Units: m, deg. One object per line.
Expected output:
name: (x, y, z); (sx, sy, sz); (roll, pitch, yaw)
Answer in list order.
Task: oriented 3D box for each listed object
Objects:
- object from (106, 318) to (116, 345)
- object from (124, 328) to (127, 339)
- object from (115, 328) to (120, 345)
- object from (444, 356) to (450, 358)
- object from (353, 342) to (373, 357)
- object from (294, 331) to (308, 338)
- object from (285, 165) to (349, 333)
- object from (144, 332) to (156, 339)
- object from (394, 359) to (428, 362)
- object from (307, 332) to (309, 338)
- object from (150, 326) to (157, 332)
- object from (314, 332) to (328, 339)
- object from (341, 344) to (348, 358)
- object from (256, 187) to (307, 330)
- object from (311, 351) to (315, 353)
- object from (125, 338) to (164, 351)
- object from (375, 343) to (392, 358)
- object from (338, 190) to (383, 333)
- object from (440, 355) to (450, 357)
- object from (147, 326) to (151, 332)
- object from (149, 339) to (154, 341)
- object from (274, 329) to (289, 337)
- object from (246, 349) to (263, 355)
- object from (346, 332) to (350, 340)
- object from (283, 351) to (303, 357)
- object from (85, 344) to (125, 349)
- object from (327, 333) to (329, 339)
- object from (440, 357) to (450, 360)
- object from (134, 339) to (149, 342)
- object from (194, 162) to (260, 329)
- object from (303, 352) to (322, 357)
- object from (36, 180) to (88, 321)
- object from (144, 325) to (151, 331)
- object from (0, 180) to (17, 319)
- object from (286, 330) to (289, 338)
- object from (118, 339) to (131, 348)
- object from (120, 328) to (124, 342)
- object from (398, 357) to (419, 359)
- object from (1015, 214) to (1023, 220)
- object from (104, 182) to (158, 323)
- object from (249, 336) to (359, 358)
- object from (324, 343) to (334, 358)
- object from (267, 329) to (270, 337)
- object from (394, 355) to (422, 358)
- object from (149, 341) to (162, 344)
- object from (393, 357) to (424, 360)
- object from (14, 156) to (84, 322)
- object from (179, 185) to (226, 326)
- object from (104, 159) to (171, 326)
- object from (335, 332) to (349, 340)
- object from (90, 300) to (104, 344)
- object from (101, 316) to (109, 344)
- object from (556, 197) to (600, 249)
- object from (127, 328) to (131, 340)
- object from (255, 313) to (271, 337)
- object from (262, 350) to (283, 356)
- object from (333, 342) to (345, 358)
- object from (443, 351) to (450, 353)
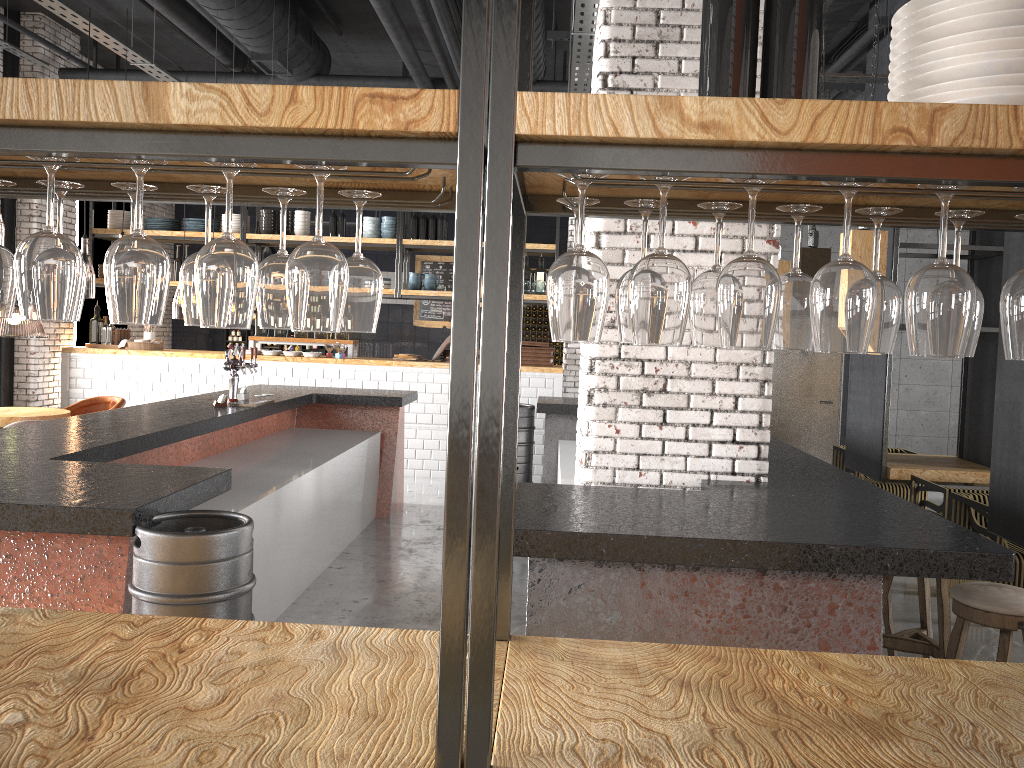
object: (-4.786, -0.624, 10.591); (0.070, 0.367, 0.107); (2, 2, 2)
object: (-4.699, -0.556, 10.754); (0.056, 0.249, 0.056); (1, 3, -35)
object: (-4.708, -0.546, 10.580); (0.056, 0.249, 0.056); (1, 3, -35)
object: (-0.635, -0.314, 10.484); (0.458, 0.019, 0.407); (0, 4, -29)
object: (-1.759, -0.402, 10.460); (0.181, 0.168, 0.170); (3, 3, 13)
object: (-2.516, -0.753, 10.636); (0.154, 0.404, 0.154); (2, 2, 2)
object: (-0.311, -0.217, 1.422); (0.101, 0.267, 0.101); (3, 2, 17)
object: (-4.355, -0.524, 10.653); (0.129, 0.204, 0.129); (4, 3, 38)
object: (-1.163, -0.284, 10.433); (0.407, 0.019, 0.458); (6, 5, 44)
object: (-2.429, -0.626, 10.578); (0.031, 0.163, 0.046); (3, 3, 28)
object: (-4.319, -0.612, 10.647); (0.123, 0.358, 0.076); (3, 2, 18)
object: (-2.273, -0.743, 10.621); (0.154, 0.404, 0.154); (2, 2, 2)
object: (-1.984, -0.385, 10.377); (0.122, 0.165, 0.112); (1, 3, -33)
object: (-0.444, -0.239, 1.715); (0.101, 0.267, 0.101); (3, 2, 17)
object: (-2.290, -0.366, 10.214); (0.039, 0.021, 0.203); (1, 4, -20)
object: (-4.366, -0.468, 10.533); (0.436, 0.156, 0.420); (1, 4, -25)
object: (-1.527, -0.398, 10.541); (0.181, 0.168, 0.170); (1, 3, -17)
object: (-0.297, -0.233, 1.708); (0.101, 0.267, 0.101); (3, 2, 17)
object: (-0.661, -0.330, 10.470); (0.407, 0.019, 0.458); (3, 3, 16)
object: (-4.341, -0.615, 10.600); (0.033, 0.370, 0.137); (1, 3, -31)
object: (-4.248, -0.491, 10.546); (0.160, 0.078, 0.160); (0, 4, -34)
object: (-2.759, -0.763, 10.639); (0.154, 0.404, 0.154); (2, 2, 2)
object: (-3.025, -0.371, 10.348); (0.216, 0.055, 0.324); (2, 3, 3)
object: (-1.941, -0.604, 10.530); (0.034, 0.163, 0.061); (4, 3, 36)
object: (-2.553, -0.351, 10.335); (0.216, 0.055, 0.324); (2, 3, 3)
object: (-4.844, -0.456, 10.702); (0.411, 0.050, 0.412); (2, 3, 2)
object: (-2.183, -0.614, 10.544); (0.024, 0.163, 0.062); (2, 2, -7)
object: (-0.629, -0.298, 10.484); (0.458, 0.019, 0.407); (4, 4, 31)
object: (-4.356, -0.488, 10.426); (0.160, 0.078, 0.161); (1, 3, -19)
object: (-0.458, -0.223, 1.429); (0.101, 0.267, 0.101); (3, 2, 17)
object: (-2.322, -0.343, 10.308); (0.216, 0.060, 0.324); (2, 3, 3)
object: (-0.886, -0.258, 1.735); (0.101, 0.267, 0.101); (3, 2, 17)
object: (-4.377, -0.592, 10.642); (0.071, 0.328, 0.052); (0, 3, -42)
object: (-1.024, -0.264, 1.742); (0.101, 0.267, 0.101); (3, 2, 17)
object: (-2.659, -0.635, 10.583); (0.077, 0.163, 0.039); (0, 3, -43)
object: (-4.496, -0.472, 10.489); (0.187, 0.110, 0.283); (5, 4, 39)
object: (-4.704, -0.551, 10.667); (0.056, 0.249, 0.056); (1, 3, -35)
object: (-1.213, -0.317, 10.475); (0.214, 0.013, 0.521); (2, 3, -1)
object: (0.975, -0.179, 1.649); (0.101, 0.267, 0.101); (1, 3, -34)
object: (-0.739, -0.252, 1.728); (0.101, 0.267, 0.101); (3, 2, 17)
object: (-2.502, -0.275, 10.653); (1.250, 0.551, 0.315); (2, 2, 3)
object: (-2.127, -0.388, 10.327); (0.122, 0.165, 0.112); (4, 3, 37)
object: (-2.898, -0.644, 10.577); (0.032, 0.163, 0.080); (1, 3, -26)
object: (-1.203, -0.330, 10.475); (0.230, 0.016, 0.557); (3, 3, 9)
object: (-4.246, -0.472, 10.546); (0.160, 0.075, 0.161); (0, 4, -34)
object: (-1.206, -0.305, 10.480); (0.276, 0.019, 0.514); (3, 3, 8)
object: (-0.752, -0.236, 1.443); (0.101, 0.267, 0.101); (3, 2, 17)
object: (-0.591, -0.246, 1.722); (0.101, 0.267, 0.101); (3, 2, 17)
object: (-0.605, -0.229, 1.436); (0.101, 0.267, 0.101); (3, 2, 17)
object: (-2.025, -0.732, 10.614); (0.154, 0.404, 0.154); (2, 2, 2)
object: (-4.951, -0.723, 10.580); (0.106, 0.553, 0.157); (2, 2, 2)
object: (-4.852, -0.627, 10.593); (0.070, 0.367, 0.107); (2, 2, 2)
object: (0.120, -0.215, 1.689); (0.101, 0.267, 0.101); (4, 3, 39)
object: (-4.695, -0.561, 10.840); (0.056, 0.249, 0.056); (1, 3, -35)
object: (-2.990, -0.773, 10.658); (0.154, 0.404, 0.154); (2, 2, 2)
object: (-2.792, -0.362, 10.324); (0.216, 0.059, 0.324); (2, 3, 3)
object: (-1.999, -0.391, 10.250); (0.128, 0.189, 0.123); (3, 3, 12)
object: (-0.623, -0.378, 10.481); (0.458, 0.019, 0.407); (5, 4, 36)
